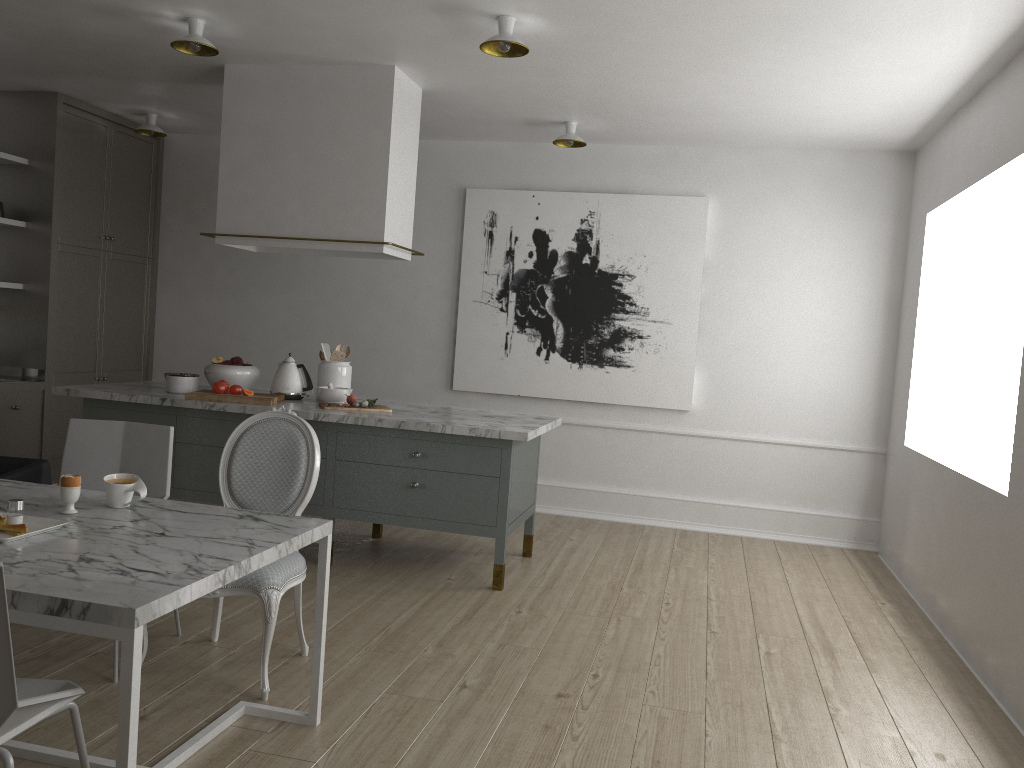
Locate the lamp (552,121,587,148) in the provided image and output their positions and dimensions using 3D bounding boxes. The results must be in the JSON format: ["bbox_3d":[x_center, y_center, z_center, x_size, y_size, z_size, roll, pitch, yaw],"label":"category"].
[{"bbox_3d":[0.336,-1.439,5.106,0.197,0.130,0.197,4,3,-2],"label":"lamp"}]

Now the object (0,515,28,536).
[{"bbox_3d":[-1.210,0.338,2.117,0.197,0.014,0.068,7,4,40],"label":"object"}]

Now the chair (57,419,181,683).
[{"bbox_3d":[-1.374,0.510,2.884,0.470,0.745,0.439,4,3,2],"label":"chair"}]

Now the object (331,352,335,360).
[{"bbox_3d":[-0.933,-0.045,4.687,0.114,0.247,0.050,5,3,17],"label":"object"}]

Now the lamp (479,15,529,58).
[{"bbox_3d":[-0.026,-1.376,3.499,0.197,0.130,0.197,3,3,-12],"label":"lamp"}]

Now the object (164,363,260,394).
[{"bbox_3d":[-1.553,-0.032,4.575,0.491,0.156,0.364,4,3,-11],"label":"object"}]

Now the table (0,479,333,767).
[{"bbox_3d":[-1.483,0.614,2.261,1.781,0.583,0.870,5,3,12],"label":"table"}]

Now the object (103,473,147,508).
[{"bbox_3d":[-1.060,0.299,2.450,0.138,0.085,0.089,5,3,8],"label":"object"}]

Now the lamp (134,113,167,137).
[{"bbox_3d":[-2.319,-1.665,5.695,0.197,0.130,0.197,5,3,17],"label":"lamp"}]

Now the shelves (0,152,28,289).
[{"bbox_3d":[-3.243,-0.947,4.719,0.352,0.775,1.339,5,3,12],"label":"shelves"}]

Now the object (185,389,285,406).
[{"bbox_3d":[-1.328,0.064,4.275,0.400,0.030,0.290,4,3,-3],"label":"object"}]

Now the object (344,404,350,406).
[{"bbox_3d":[-0.788,0.100,4.242,0.030,0.017,0.013,5,3,21],"label":"object"}]

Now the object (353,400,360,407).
[{"bbox_3d":[-0.747,0.091,4.248,0.033,0.037,0.034,4,3,-10],"label":"object"}]

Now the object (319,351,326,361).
[{"bbox_3d":[-0.951,-0.044,4.615,0.117,0.251,0.061,4,3,-8],"label":"object"}]

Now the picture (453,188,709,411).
[{"bbox_3d":[0.414,-0.553,5.653,1.545,1.315,0.039,5,3,12],"label":"picture"}]

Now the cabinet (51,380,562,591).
[{"bbox_3d":[-1.010,0.453,4.477,2.360,0.721,0.870,5,3,12],"label":"cabinet"}]

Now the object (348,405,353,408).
[{"bbox_3d":[-0.773,0.106,4.231,0.043,0.008,0.059,2,4,-36],"label":"object"}]

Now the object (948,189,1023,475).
[{"bbox_3d":[1.839,1.298,1.942,0.001,8.324,10.834,5,3,12],"label":"object"}]

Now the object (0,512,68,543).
[{"bbox_3d":[-1.211,0.341,2.107,0.212,0.014,0.212,5,3,12],"label":"object"}]

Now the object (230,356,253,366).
[{"bbox_3d":[-1.396,-0.094,4.588,0.167,0.091,0.071,7,4,38],"label":"object"}]

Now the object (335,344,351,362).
[{"bbox_3d":[-0.923,-0.067,4.688,0.056,0.296,0.131,6,4,32],"label":"object"}]

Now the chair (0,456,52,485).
[{"bbox_3d":[-1.902,0.546,2.895,0.569,0.597,0.609,4,3,2],"label":"chair"}]

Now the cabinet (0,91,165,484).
[{"bbox_3d":[-3.601,-0.521,3.794,0.947,2.377,5.433,5,3,12],"label":"cabinet"}]

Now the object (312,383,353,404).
[{"bbox_3d":[-0.901,0.044,4.467,0.172,0.110,0.159,2,4,-32],"label":"object"}]

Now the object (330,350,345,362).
[{"bbox_3d":[-0.942,-0.047,4.592,0.149,0.262,0.054,6,4,27],"label":"object"}]

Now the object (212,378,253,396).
[{"bbox_3d":[-1.331,0.012,4.259,0.194,0.079,0.135,4,3,1],"label":"object"}]

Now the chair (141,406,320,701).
[{"bbox_3d":[-0.884,0.497,2.861,0.480,0.833,0.505,5,3,10],"label":"chair"}]

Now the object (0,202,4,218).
[{"bbox_3d":[-3.111,-1.027,5.156,0.173,0.098,0.264,5,3,21],"label":"object"}]

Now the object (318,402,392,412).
[{"bbox_3d":[-0.762,0.113,4.300,0.330,0.012,0.220,3,3,-17],"label":"object"}]

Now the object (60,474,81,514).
[{"bbox_3d":[-1.160,0.287,2.328,0.050,0.101,0.050,5,3,19],"label":"object"}]

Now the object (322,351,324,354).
[{"bbox_3d":[-0.958,-0.046,4.664,0.118,0.250,0.033,2,4,-37],"label":"object"}]

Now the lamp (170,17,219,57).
[{"bbox_3d":[-1.354,-1.489,3.794,0.197,0.130,0.197,1,4,-42],"label":"lamp"}]

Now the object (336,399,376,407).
[{"bbox_3d":[-0.764,0.094,4.262,0.224,0.058,0.116,1,4,-42],"label":"object"}]

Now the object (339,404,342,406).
[{"bbox_3d":[-0.826,0.100,4.242,0.028,0.010,0.015,3,3,-13],"label":"object"}]

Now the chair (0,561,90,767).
[{"bbox_3d":[-0.971,0.616,1.507,0.470,0.745,0.439,4,3,-3],"label":"chair"}]

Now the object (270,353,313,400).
[{"bbox_3d":[-1.136,-0.040,4.537,0.178,0.236,0.204,1,4,-41],"label":"object"}]

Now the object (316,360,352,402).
[{"bbox_3d":[-0.931,-0.018,4.640,0.174,0.208,0.174,6,4,30],"label":"object"}]

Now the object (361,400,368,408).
[{"bbox_3d":[-0.708,0.096,4.254,0.035,0.036,0.037,4,3,0],"label":"object"}]

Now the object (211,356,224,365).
[{"bbox_3d":[-1.500,-0.118,4.519,0.061,0.048,0.054,3,3,-24],"label":"object"}]

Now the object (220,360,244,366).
[{"bbox_3d":[-1.439,-0.083,4.548,0.154,0.074,0.135,5,3,8],"label":"object"}]

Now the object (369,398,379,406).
[{"bbox_3d":[-0.691,0.089,4.364,0.057,0.039,0.049,5,3,9],"label":"object"}]

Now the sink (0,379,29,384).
[{"bbox_3d":[-3.180,0.069,4.863,0.475,0.174,0.877,5,3,12],"label":"sink"}]

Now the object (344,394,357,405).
[{"bbox_3d":[-0.788,0.077,4.340,0.050,0.051,0.090,3,3,-24],"label":"object"}]

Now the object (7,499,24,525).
[{"bbox_3d":[-1.212,0.312,2.164,0.036,0.060,0.036,2,4,-37],"label":"object"}]

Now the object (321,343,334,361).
[{"bbox_3d":[-0.935,-0.064,4.645,0.141,0.290,0.064,6,4,26],"label":"object"}]
